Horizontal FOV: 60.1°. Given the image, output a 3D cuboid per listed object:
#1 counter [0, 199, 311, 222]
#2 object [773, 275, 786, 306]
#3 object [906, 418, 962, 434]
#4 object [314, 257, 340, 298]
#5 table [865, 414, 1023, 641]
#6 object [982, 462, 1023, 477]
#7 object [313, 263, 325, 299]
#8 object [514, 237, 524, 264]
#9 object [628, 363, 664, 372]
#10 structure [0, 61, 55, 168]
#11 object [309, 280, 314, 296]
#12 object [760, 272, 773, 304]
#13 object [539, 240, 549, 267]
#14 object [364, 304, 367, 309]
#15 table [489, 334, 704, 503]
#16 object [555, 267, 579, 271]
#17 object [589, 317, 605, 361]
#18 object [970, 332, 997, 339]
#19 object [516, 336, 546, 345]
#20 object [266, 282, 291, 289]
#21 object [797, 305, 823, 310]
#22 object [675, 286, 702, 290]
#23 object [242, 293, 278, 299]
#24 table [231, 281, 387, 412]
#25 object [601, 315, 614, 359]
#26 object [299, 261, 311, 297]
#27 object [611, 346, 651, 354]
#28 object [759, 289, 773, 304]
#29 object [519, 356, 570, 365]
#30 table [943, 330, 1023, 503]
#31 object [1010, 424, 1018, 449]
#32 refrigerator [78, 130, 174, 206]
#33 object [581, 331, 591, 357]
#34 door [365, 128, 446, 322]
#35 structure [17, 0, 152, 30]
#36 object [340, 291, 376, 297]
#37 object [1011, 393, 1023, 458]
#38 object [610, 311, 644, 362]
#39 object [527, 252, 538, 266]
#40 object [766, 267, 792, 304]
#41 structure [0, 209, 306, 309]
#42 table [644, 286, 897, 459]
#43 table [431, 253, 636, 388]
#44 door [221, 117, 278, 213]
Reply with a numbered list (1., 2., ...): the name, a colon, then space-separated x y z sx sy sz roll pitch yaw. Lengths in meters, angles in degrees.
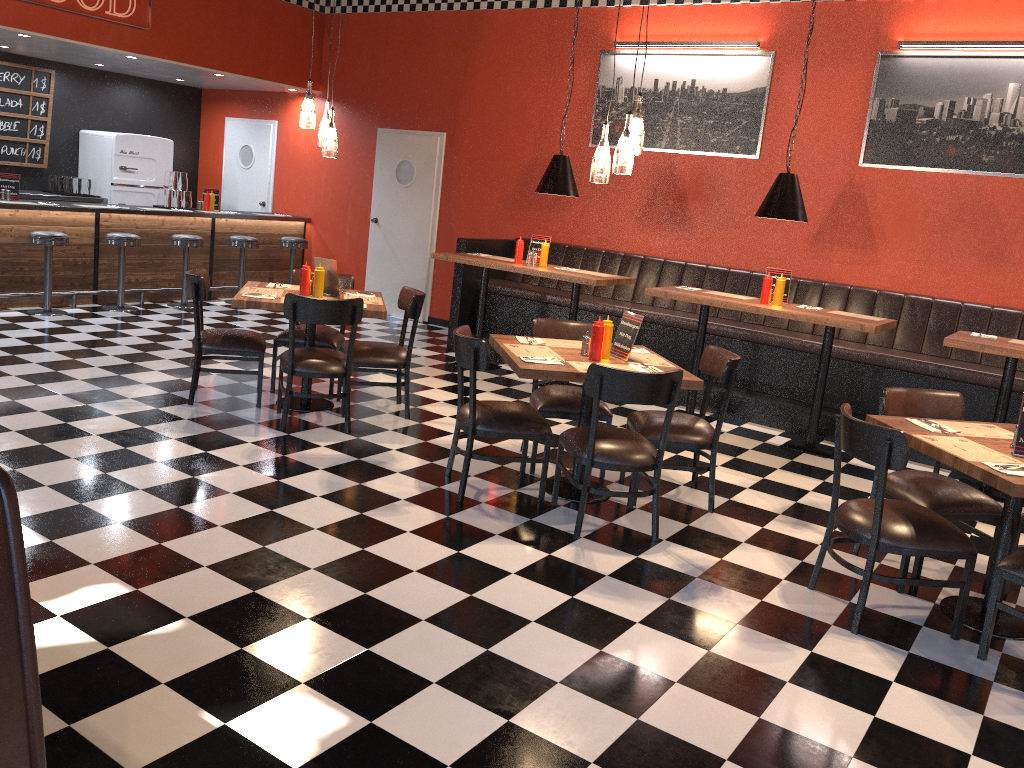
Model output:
1. counter: -4.824 -1.744 8.582 0.678 0.050 7.065 14 14 32
2. object: 1.978 -0.699 6.546 0.068 0.236 0.068 15 13 42
3. object: 1.920 0.191 4.009 0.157 0.019 0.257 4 12 -10
4. object: -1.271 -0.734 6.081 0.189 0.255 0.072 11 11 23
5. table: 2.170 0.660 3.838 0.959 0.768 0.965 4 12 -11
6. object: 1.964 0.327 3.409 0.255 0.019 0.159 4 12 -9
7. object: -1.286 -0.687 5.903 0.068 0.236 0.068 -3 13 -41
8. object: 0.065 -1.171 7.746 0.068 0.236 0.068 8 10 8
9. object: 0.711 -0.083 4.655 0.157 0.019 0.257 2 13 -18
10. structure: -6.792 -2.883 8.701 0.201 1.137 4.559 13 14 32
11. object: -1.351 -0.665 6.010 0.094 0.135 0.047 11 11 23
12. object: 1.885 -0.711 6.553 0.068 0.236 0.068 -1 12 -36
13. object: 0.282 -1.138 7.705 0.068 0.236 0.068 8 10 8
14. object: -1.028 -0.521 5.787 0.157 0.019 0.257 4 12 -11
15. table: 0.383 0.220 4.952 0.959 0.768 0.965 4 12 -11
16. object: 0.469 -1.006 7.706 0.158 0.019 0.256 13 14 29
17. object: 0.459 -0.247 4.764 0.068 0.236 0.068 14 13 38
18. object: 3.175 -0.328 5.961 0.158 0.019 0.256 13 14 29
19. object: 0.113 -0.253 5.132 0.157 0.019 0.257 4 12 -9
20. object: -1.659 -0.701 6.293 0.157 0.019 0.257 4 12 -9
21. object: 2.217 -0.574 6.607 0.158 0.019 0.256 13 14 29
22. object: 1.411 -0.773 7.113 0.158 0.019 0.256 13 14 29
23. object: -1.612 -0.573 5.731 0.255 0.019 0.159 5 12 -8
24. table: -1.397 -0.229 6.114 0.956 0.768 0.968 4 12 -11
25. object: 0.513 -0.258 4.840 0.068 0.236 0.068 14 13 38
26. object: -1.379 -0.699 5.910 0.068 0.236 0.068 4 10 -14
27. object: 0.680 -0.206 5.204 0.255 0.019 0.159 4 12 -10
28. object: 1.913 -0.676 6.653 0.094 0.135 0.047 11 11 23
29. object: 0.170 -0.127 4.587 0.255 0.019 0.159 4 12 -12
30. table: 3.582 0.328 5.543 1.700 0.992 0.698 14 13 33
31. object: 2.179 0.215 3.756 0.094 0.135 0.047 11 11 23
32. refrigerator: -4.882 -2.253 11.224 0.853 1.790 0.805 13 12 33
33. object: 0.410 -0.224 4.879 0.046 0.135 0.094 5 11 -7
34. door: -1.296 -1.872 10.408 1.031 2.163 0.162 13 12 33
35. structure: -4.465 -3.618 7.742 0.122 0.435 2.885 13 14 32
36. object: -1.103 -0.645 6.319 0.255 0.019 0.159 2 13 -17
37. object: 2.166 0.184 3.606 0.189 0.255 0.072 11 11 23
38. object: 0.630 -0.265 4.891 0.072 0.255 0.190 1 12 -26
39. object: 0.183 -1.113 7.781 0.094 0.135 0.047 11 11 24
40. object: 2.019 -0.748 6.747 0.188 0.255 0.073 9 10 13
41. structure: -4.629 -1.150 8.506 0.216 1.031 7.065 13 14 32
42. table: 1.854 -0.112 6.688 1.700 0.992 0.698 14 13 33
43. table: 0.116 -0.554 7.838 1.700 0.992 0.698 14 13 33
44. door: -3.598 -2.458 11.933 1.031 2.163 0.162 13 12 33
